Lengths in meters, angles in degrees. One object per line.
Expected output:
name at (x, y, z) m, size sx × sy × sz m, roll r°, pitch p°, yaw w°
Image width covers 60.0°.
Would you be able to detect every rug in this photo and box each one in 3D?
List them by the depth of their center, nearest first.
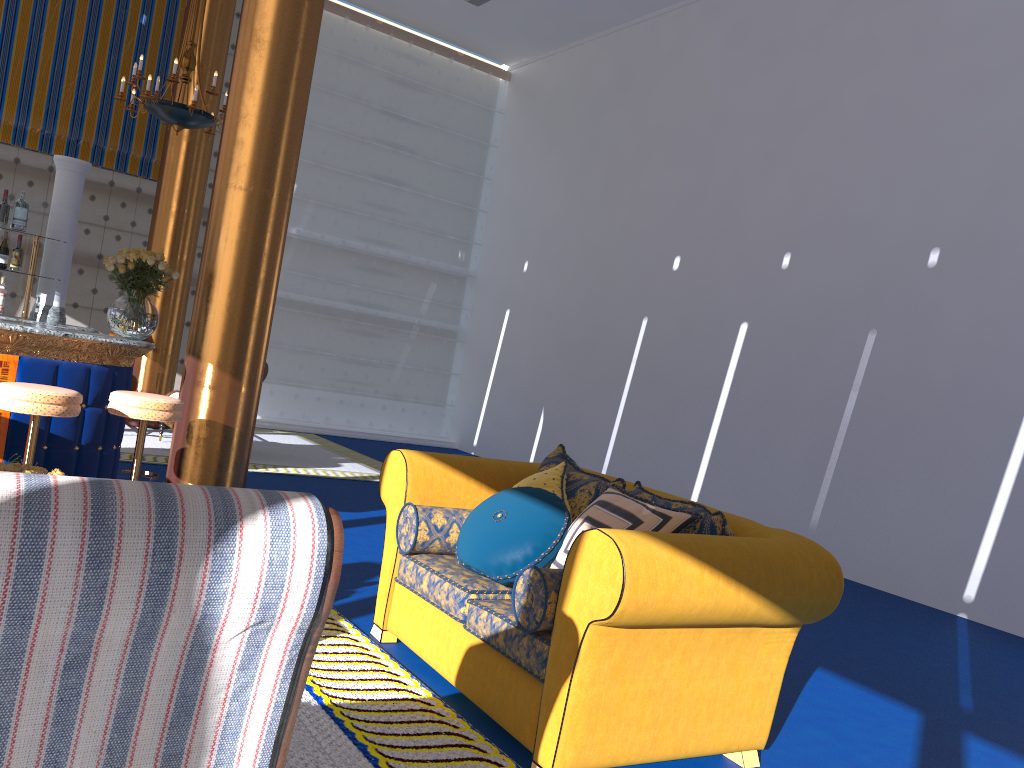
rug at (-1.258, 1.025, 1.543) m, size 3.630 × 0.010 × 6.189 m, roll 9°, pitch 1°, yaw -33°
rug at (-4.291, 0.438, 8.686) m, size 6.323 × 0.011 × 3.555 m, roll 9°, pitch 1°, yaw -34°

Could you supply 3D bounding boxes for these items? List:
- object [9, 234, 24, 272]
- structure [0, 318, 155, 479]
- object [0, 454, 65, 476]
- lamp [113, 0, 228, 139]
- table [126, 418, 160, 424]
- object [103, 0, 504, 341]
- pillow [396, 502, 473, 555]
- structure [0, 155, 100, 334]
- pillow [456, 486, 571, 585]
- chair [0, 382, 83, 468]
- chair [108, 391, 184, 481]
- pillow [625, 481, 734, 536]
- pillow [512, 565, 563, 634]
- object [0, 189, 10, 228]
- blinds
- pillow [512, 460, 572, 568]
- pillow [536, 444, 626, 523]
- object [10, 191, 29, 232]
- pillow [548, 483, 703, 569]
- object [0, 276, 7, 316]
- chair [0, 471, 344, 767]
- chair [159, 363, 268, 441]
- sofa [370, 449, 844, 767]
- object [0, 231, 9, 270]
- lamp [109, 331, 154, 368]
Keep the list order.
object at (-3.219, -0.853, 5.776) m, size 0.072 × 0.244 × 0.071 m, roll 9°, pitch 1°, yaw -13°
structure at (-3.167, 0.134, 4.758) m, size 2.338 × 1.065 × 0.760 m, roll 9°, pitch 1°, yaw -44°
object at (-1.684, 0.410, 2.877) m, size 0.498 × 0.388 × 0.459 m, roll 10°, pitch 1°, yaw 38°
lamp at (-2.900, -3.488, 8.180) m, size 1.048 × 2.422 × 1.070 m, roll 10°, pitch 1°, yaw 34°
table at (-3.779, 0.330, 9.141) m, size 0.985 × 0.369 × 0.897 m, roll 9°, pitch 1°, yaw -33°
object at (0.867, -6.952, 4.689) m, size 63.860 × 33.607 × 62.681 m, roll 9°, pitch 1°, yaw -27°
pillow at (-0.283, 0.629, 3.803) m, size 0.381 × 0.219 × 0.213 m, roll 9°, pitch 1°, yaw -29°
structure at (-3.786, -0.553, 5.542) m, size 2.338 × 2.196 × 0.760 m, roll 9°, pitch 1°, yaw -42°
pillow at (0.001, 0.582, 3.450) m, size 0.457 × 0.367 × 0.393 m, roll 10°, pitch 1°, yaw 17°
chair at (-2.446, 0.397, 4.485) m, size 0.396 × 0.782 × 0.400 m, roll 10°, pitch 1°, yaw 16°
chair at (-2.125, 0.445, 5.028) m, size 0.394 × 0.782 × 0.402 m, roll 10°, pitch 1°, yaw 27°
pillow at (0.521, 0.707, 3.371) m, size 0.343 × 0.610 × 0.608 m, roll 9°, pitch 1°, yaw -28°
pillow at (0.212, 0.722, 2.965) m, size 0.376 × 0.219 × 0.213 m, roll 9°, pitch 1°, yaw -29°
object at (-3.266, -1.128, 5.698) m, size 0.072 × 0.246 × 0.073 m, roll 10°, pitch 1°, yaw 16°
blinds at (-5.119, -4.126, 10.306) m, size 2.689 × 2.990 × 0.150 m, roll 9°, pitch 1°, yaw -33°
pillow at (0.111, 0.556, 3.731) m, size 0.234 × 0.491 × 0.605 m, roll 9°, pitch 1°, yaw -28°
pillow at (0.208, 0.617, 3.858) m, size 0.357 × 0.672 × 0.595 m, roll 9°, pitch 1°, yaw -25°
object at (-3.204, -1.127, 5.785) m, size 0.091 × 0.259 × 0.093 m, roll 10°, pitch 1°, yaw 40°
pillow at (0.369, 0.624, 3.252) m, size 0.331 × 0.456 × 0.516 m, roll 9°, pitch 1°, yaw -34°
object at (-3.333, -0.577, 5.785) m, size 0.062 × 0.258 × 0.060 m, roll 9°, pitch 1°, yaw -33°
chair at (-0.862, 0.586, 1.544) m, size 0.802 × 0.967 × 0.776 m, roll 9°, pitch 1°, yaw -33°
chair at (-2.924, 0.163, 8.629) m, size 0.792 × 0.967 × 0.785 m, roll 9°, pitch 1°, yaw -33°
sofa at (0.218, 0.828, 3.566) m, size 1.022 × 0.854 × 1.828 m, roll 9°, pitch 1°, yaw -31°
object at (-3.285, -0.863, 5.728) m, size 0.068 × 0.244 × 0.069 m, roll 10°, pitch 1°, yaw 38°
lamp at (-3.959, -0.284, 9.162) m, size 0.441 × 0.783 × 0.451 m, roll 10°, pitch 1°, yaw 42°
